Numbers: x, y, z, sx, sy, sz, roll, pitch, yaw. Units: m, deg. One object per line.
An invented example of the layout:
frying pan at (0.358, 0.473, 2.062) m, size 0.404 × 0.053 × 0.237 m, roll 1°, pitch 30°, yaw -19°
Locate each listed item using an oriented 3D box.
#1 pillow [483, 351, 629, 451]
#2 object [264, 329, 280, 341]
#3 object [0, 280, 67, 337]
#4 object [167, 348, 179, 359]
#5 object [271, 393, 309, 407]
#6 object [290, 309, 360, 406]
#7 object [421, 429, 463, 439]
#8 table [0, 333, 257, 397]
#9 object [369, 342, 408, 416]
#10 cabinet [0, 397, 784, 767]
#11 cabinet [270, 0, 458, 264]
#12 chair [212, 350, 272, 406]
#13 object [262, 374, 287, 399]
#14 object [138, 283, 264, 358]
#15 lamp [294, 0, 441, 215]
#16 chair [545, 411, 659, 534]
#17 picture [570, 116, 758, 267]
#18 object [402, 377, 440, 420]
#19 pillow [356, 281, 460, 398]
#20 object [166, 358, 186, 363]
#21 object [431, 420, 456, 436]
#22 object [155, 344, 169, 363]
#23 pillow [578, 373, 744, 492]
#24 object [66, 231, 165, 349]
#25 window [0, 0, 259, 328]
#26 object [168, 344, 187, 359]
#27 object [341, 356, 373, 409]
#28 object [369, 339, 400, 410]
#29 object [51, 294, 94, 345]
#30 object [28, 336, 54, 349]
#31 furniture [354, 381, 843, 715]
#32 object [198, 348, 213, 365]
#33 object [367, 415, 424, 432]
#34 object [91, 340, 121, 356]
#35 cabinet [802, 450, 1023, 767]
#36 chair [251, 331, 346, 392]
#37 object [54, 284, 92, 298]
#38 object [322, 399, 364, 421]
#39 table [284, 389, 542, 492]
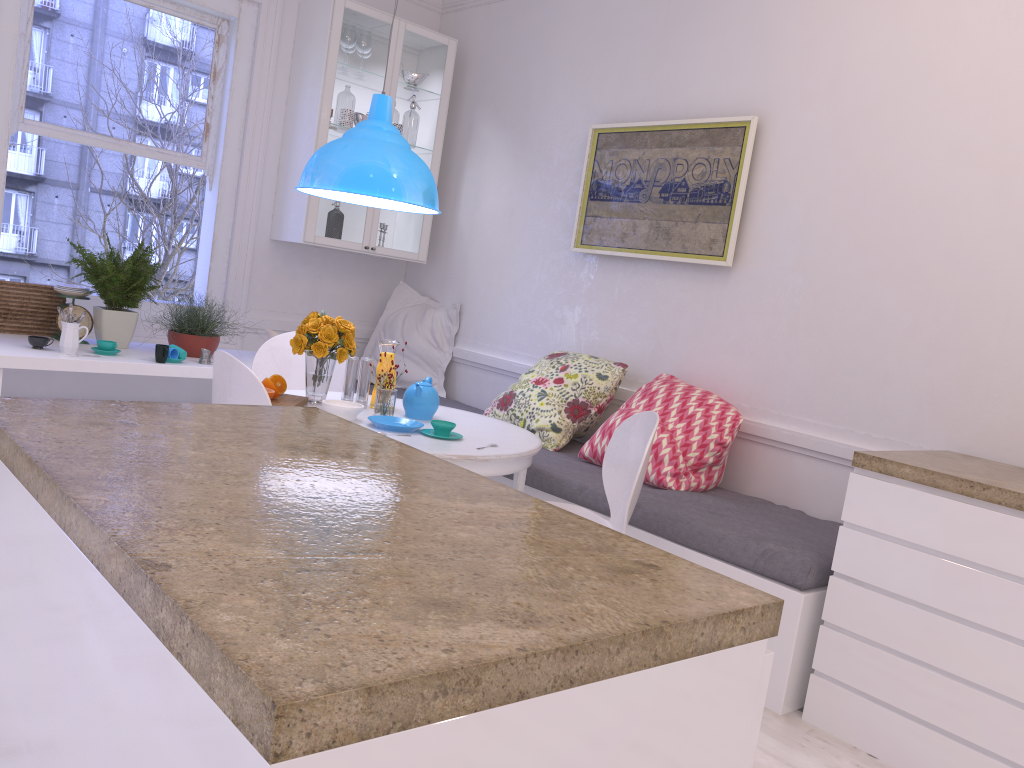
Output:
pillow at (0.212, 0.065, 4.219) m, size 0.509 × 0.447 × 0.592 m, roll 4°, pitch 7°, yaw -36°
object at (-1.212, -0.198, 4.560) m, size 0.115 × 0.152 × 0.127 m, roll 12°, pitch 7°, yaw 31°
object at (-2.206, -0.341, 4.055) m, size 0.294 × 0.237 × 0.028 m, roll 4°, pitch 8°, yaw -41°
object at (-1.508, -0.135, 3.897) m, size 0.080 × 0.058 × 0.069 m, roll 11°, pitch 6°, yaw 21°
object at (-0.863, 0.062, 3.114) m, size 0.224 × 0.024 × 0.347 m, roll 9°, pitch 6°, yaw -1°
object at (-0.699, -0.096, 3.284) m, size 0.235 × 0.351 × 0.234 m, roll 10°, pitch 6°, yaw 13°
object at (-0.240, 0.173, 3.033) m, size 0.147 × 0.011 × 0.147 m, roll 4°, pitch 8°, yaw -39°
table at (-1.740, 0.159, 4.112) m, size 1.514 × 0.619 × 0.736 m, roll 4°, pitch 8°, yaw -41°
object at (-0.437, -0.017, 3.223) m, size 0.128 × 0.287 × 0.128 m, roll 4°, pitch 8°, yaw -40°
cabinet at (-0.360, 0.552, 1.319) m, size 0.654 × 0.842 × 1.167 m, roll 4°, pitch 8°, yaw -41°
cabinet at (-0.836, -1.414, 5.102) m, size 0.823 × 1.311 × 0.425 m, roll 4°, pitch 8°, yaw -41°
chair at (-0.758, 0.326, 2.883) m, size 0.483 × 0.845 × 0.604 m, roll 4°, pitch 8°, yaw -41°
object at (-0.878, 0.010, 3.121) m, size 0.129 × 0.075 × 0.285 m, roll 8°, pitch 6°, yaw -5°
object at (-1.500, -0.301, 4.245) m, size 0.668 × 0.367 × 0.531 m, roll 7°, pitch 6°, yaw -17°
lamp at (-0.409, -1.665, 3.349) m, size 0.568 × 1.948 × 0.568 m, roll 8°, pitch 6°, yaw -7°
chair at (0.161, 0.471, 2.859) m, size 0.483 × 0.845 × 0.604 m, roll 8°, pitch 6°, yaw -6°
picture at (0.660, -0.892, 4.083) m, size 0.020 × 0.629 × 0.971 m, roll 4°, pitch 8°, yaw -41°
object at (-0.340, 0.052, 3.360) m, size 0.156 × 0.151 × 0.150 m, roll 4°, pitch 8°, yaw -38°
pillow at (-0.609, -0.287, 5.347) m, size 0.677 × 0.642 × 0.374 m, roll 11°, pitch 6°, yaw 19°
object at (-1.503, -0.109, 3.912) m, size 0.121 × 0.021 × 0.121 m, roll 9°, pitch 6°, yaw -1°
object at (-0.237, 0.153, 3.031) m, size 0.088 × 0.043 × 0.088 m, roll 5°, pitch 7°, yaw -34°
object at (-1.509, -0.129, 3.817) m, size 0.055 × 0.077 × 0.070 m, roll 7°, pitch 6°, yaw -16°
pillow at (0.649, 0.191, 3.707) m, size 0.491 × 0.424 × 0.587 m, roll 4°, pitch 8°, yaw -38°
object at (-1.815, -0.432, 4.072) m, size 0.438 × 0.527 × 0.368 m, roll 4°, pitch 8°, yaw -41°
window at (-2.029, -1.233, 4.569) m, size 1.234 × 1.782 × 0.181 m, roll 4°, pitch 8°, yaw -41°
object at (-1.488, -0.142, 3.929) m, size 0.082 × 0.059 × 0.069 m, roll 12°, pitch 7°, yaw 26°
object at (-0.592, -0.007, 3.386) m, size 0.101 × 0.186 × 0.122 m, roll 8°, pitch 6°, yaw -11°
object at (-0.490, -0.037, 3.432) m, size 0.094 × 0.267 × 0.116 m, roll 7°, pitch 6°, yaw -15°
object at (-2.022, -0.301, 4.079) m, size 0.159 × 0.208 × 0.185 m, roll 4°, pitch 8°, yaw -41°
object at (-1.967, -0.171, 3.685) m, size 0.082 × 0.048 × 0.079 m, roll 10°, pitch 6°, yaw 8°
furniture at (0.054, 0.490, 4.140) m, size 0.769 × 0.508 × 3.296 m, roll 4°, pitch 8°, yaw -41°
object at (-1.381, -0.125, 4.015) m, size 0.066 × 0.067 × 0.052 m, roll 4°, pitch 8°, yaw -41°
object at (-0.401, 0.139, 3.057) m, size 0.196 × 0.023 × 0.196 m, roll 13°, pitch 7°, yaw 36°
object at (-1.753, -0.157, 3.831) m, size 0.121 × 0.055 × 0.121 m, roll 9°, pitch 6°, yaw -1°
cabinet at (1.530, 0.720, 2.504) m, size 0.654 × 0.842 × 1.036 m, roll 4°, pitch 8°, yaw -41°
chair at (-0.970, 0.204, 3.734) m, size 0.604 × 0.845 × 0.483 m, roll 9°, pitch 6°, yaw 4°
object at (-2.013, -0.427, 4.071) m, size 0.164 × 0.047 × 0.163 m, roll 10°, pitch 6°, yaw 8°
object at (-0.590, 0.093, 3.084) m, size 0.147 × 0.052 × 0.147 m, roll 9°, pitch 6°, yaw 1°
table at (-0.500, 0.435, 3.261) m, size 1.140 × 0.629 × 1.140 m, roll 7°, pitch 6°, yaw -13°
